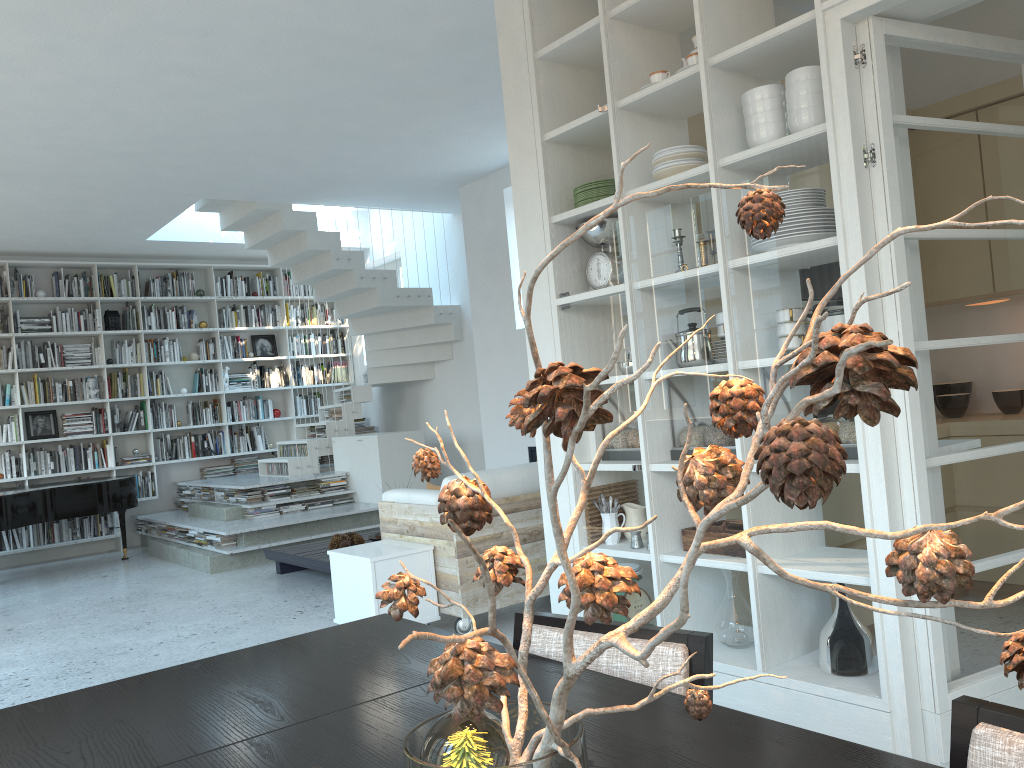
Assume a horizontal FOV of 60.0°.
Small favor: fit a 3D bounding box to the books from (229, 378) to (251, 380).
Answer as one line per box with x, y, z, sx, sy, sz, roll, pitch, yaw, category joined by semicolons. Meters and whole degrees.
-3.293;-0.056;10.604;0.285;0.012;0.159;-5;-1;-35;books

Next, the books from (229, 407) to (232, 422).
-3.363;0.365;10.507;0.022;0.184;0.162;-5;-1;-37;books

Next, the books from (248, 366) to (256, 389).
-3.141;-0.071;10.727;0.012;0.285;0.159;-5;-1;-37;books

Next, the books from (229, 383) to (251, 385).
-3.289;0.005;10.603;0.285;0.012;0.159;-5;-1;-39;books

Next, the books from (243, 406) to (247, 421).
-3.225;0.355;10.603;0.027;0.181;0.186;-5;-1;-37;books

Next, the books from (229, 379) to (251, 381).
-3.291;-0.044;10.602;0.285;0.012;0.159;-4;-1;-40;books

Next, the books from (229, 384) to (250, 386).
-3.289;0.017;10.602;0.254;0.012;0.161;-5;-1;-35;books

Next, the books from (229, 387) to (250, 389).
-3.283;0.053;10.598;0.254;0.012;0.161;-4;-1;-41;books

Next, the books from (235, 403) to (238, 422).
-3.299;0.341;10.552;0.011;0.223;0.163;-5;-1;-37;books

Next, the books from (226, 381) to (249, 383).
-3.294;-0.019;10.606;0.254;0.012;0.161;-5;-1;-37;books

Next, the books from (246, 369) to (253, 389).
-3.168;-0.054;10.692;0.012;0.254;0.161;-5;-1;-37;books

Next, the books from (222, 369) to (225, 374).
-3.429;-0.039;10.508;0.028;0.267;0.138;-5;-1;-37;books

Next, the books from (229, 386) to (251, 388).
-3.283;0.040;10.596;0.285;0.012;0.159;-5;-1;-32;books

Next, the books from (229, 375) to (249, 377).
-3.296;-0.092;10.604;0.254;0.012;0.161;-5;-1;-35;books

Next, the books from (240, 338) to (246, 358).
-3.248;-0.417;10.657;0.021;0.253;0.167;-5;-1;-37;books

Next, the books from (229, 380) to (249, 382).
-3.287;-0.033;10.599;0.254;0.012;0.161;-5;-1;-32;books

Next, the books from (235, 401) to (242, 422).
-3.276;0.327;10.563;0.045;0.246;0.186;-5;-1;-37;books

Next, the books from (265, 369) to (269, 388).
-3.010;-0.061;10.813;0.031;0.242;0.147;-5;-1;-37;books

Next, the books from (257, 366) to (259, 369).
-3.088;-0.073;10.763;0.013;0.280;0.131;-5;-1;-37;books

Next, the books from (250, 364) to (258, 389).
-3.116;-0.081;10.713;0.011;0.300;0.184;-5;-1;-37;books

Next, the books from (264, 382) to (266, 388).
-3.041;-0.076;10.817;0.010;0.278;0.129;-5;-1;-37;books

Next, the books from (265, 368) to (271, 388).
-2.996;-0.065;10.846;0.031;0.250;0.133;-5;-1;-37;books

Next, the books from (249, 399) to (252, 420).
-3.167;0.310;10.640;0.012;0.262;0.186;-5;-1;-37;books

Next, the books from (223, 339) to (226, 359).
-3.432;-0.399;10.517;0.011;0.248;0.156;-5;-1;-37;books

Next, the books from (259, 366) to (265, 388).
-3.052;-0.077;10.775;0.059;0.282;0.167;-5;-1;-37;books

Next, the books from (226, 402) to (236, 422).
-3.343;0.334;10.521;0.047;0.244;0.177;-5;-1;-37;books

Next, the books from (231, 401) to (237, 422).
-3.321;0.331;10.551;0.024;0.247;0.143;-5;-1;-37;books

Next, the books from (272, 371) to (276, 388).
-2.945;-0.051;10.874;0.025;0.213;0.155;-5;-1;-37;books

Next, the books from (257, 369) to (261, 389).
-3.093;-0.051;10.736;0.030;0.236;0.179;-5;-1;-37;books

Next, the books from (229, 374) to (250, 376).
-3.298;-0.104;10.605;0.285;0.012;0.159;-5;-1;-39;books

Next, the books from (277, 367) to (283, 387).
-2.873;-0.078;10.920;0.024;0.255;0.145;-5;-1;-37;books

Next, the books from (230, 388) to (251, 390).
-3.282;0.065;10.598;0.285;0.012;0.159;-5;-1;-33;books

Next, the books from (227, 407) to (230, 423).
-3.382;0.366;10.495;0.023;0.186;0.159;-5;-1;-37;books

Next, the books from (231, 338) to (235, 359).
-3.361;-0.415;10.600;0.043;0.269;0.131;-5;-1;-37;books

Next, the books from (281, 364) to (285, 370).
-2.823;-0.096;10.979;0.029;0.283;0.138;-5;-1;-37;books

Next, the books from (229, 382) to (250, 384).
-3.286;-0.008;10.597;0.254;0.012;0.161;-4;-1;-42;books

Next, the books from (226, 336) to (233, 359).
-3.377;-0.422;10.575;0.012;0.285;0.159;-5;-1;-37;books

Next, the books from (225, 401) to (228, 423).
-3.406;0.334;10.494;0.012;0.254;0.161;-5;-1;-37;books

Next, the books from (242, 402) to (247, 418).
-3.218;0.331;10.623;0.012;0.229;0.179;-5;-1;-37;books

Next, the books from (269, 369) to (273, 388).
-2.971;-0.060;10.863;0.028;0.235;0.129;-5;-1;-37;books

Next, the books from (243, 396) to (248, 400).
-3.188;0.294;10.647;0.013;0.299;0.147;-5;-1;-37;books

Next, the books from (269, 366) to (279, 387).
-2.914;-0.083;10.869;0.021;0.271;0.191;-5;-1;-37;books

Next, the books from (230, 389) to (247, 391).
-3.279;0.076;10.596;0.285;0.012;0.159;-4;-1;-42;books

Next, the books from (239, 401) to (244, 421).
-3.257;0.329;10.597;0.026;0.239;0.177;-5;-1;-37;books

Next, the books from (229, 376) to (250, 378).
-3.295;-0.080;10.604;0.285;0.012;0.159;-5;-1;-35;books

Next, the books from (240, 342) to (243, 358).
-3.268;-0.395;10.641;0.033;0.213;0.153;-5;-1;-37;books

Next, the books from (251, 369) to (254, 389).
-3.164;-0.050;10.717;0.023;0.247;0.138;-5;-1;-37;books

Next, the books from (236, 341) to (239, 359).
-3.320;-0.417;10.618;0.020;0.267;0.152;-5;-1;-37;books

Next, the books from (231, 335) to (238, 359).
-3.325;-0.428;10.598;0.012;0.287;0.176;-5;-1;-37;books

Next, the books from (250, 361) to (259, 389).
-3.109;-0.102;10.718;0.010;0.339;0.180;-5;-1;-37;books

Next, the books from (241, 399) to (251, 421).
-3.189;0.315;10.617;0.028;0.255;0.191;-5;-1;-37;books

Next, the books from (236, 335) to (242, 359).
-3.288;-0.429;10.624;0.014;0.285;0.175;-5;-1;-37;books

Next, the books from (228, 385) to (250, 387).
-3.285;0.028;10.598;0.254;0.012;0.161;-5;-1;-33;books

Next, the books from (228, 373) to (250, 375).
-3.299;-0.116;10.605;0.285;0.012;0.159;-5;-1;-35;books

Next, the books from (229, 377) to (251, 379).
-3.290;-0.069;10.599;0.285;0.012;0.159;-4;-1;-42;books

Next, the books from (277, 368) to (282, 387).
-2.890;-0.069;10.889;0.041;0.239;0.176;-5;-1;-37;books

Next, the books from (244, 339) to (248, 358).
-3.223;-0.414;10.663;0.026;0.243;0.178;-5;-1;-37;books

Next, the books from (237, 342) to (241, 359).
-3.288;-0.390;10.606;0.013;0.207;0.190;-5;-1;-37;books

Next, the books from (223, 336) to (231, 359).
-3.407;-0.422;10.545;0.065;0.289;0.146;-5;-1;-37;books
